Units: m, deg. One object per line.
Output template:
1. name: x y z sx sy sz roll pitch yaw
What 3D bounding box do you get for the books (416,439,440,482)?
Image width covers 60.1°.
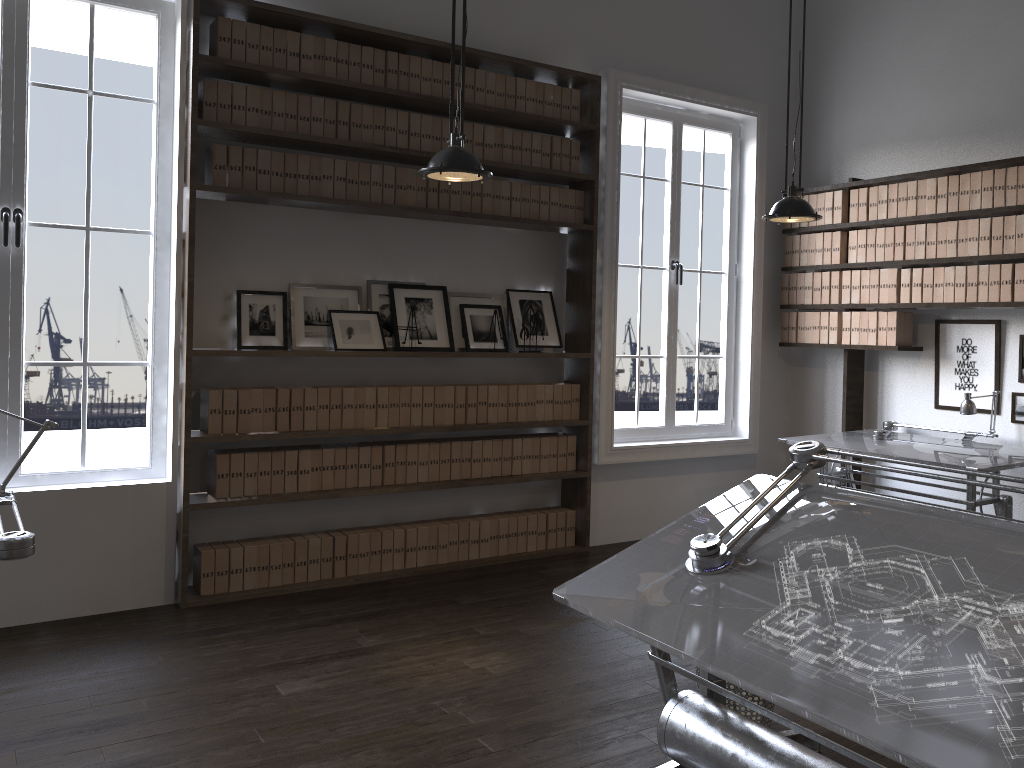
1. books: -0.494 0.443 5.164 0.066 0.225 0.174 1 2 -32

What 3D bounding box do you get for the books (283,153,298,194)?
1. books: -1.196 -1.095 4.683 0.066 0.225 0.175 1 2 -32

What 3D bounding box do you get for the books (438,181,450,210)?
1. books: -0.433 -1.106 5.164 0.066 0.225 0.175 1 2 -32

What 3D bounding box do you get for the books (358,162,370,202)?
1. books: -0.850 -1.100 4.902 0.066 0.225 0.174 1 2 -32

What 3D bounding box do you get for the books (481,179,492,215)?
1. books: -0.192 -1.109 5.308 0.067 0.225 0.175 1 2 -32

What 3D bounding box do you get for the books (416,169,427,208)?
1. books: -0.559 -1.104 5.084 0.066 0.225 0.175 1 2 -32

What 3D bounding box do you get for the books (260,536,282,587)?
1. books: -1.274 0.936 4.677 0.067 0.225 0.175 1 2 -32

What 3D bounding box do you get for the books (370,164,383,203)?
1. books: -0.789 -1.101 4.936 0.066 0.225 0.174 1 2 -32

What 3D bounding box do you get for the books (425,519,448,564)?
1. books: -0.445 0.925 5.199 0.067 0.225 0.175 1 2 -32

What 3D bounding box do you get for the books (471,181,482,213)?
1. books: -0.253 -1.109 5.277 0.066 0.225 0.175 1 2 -32

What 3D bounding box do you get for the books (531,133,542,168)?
1. books: 0.106 -1.425 5.489 0.066 0.225 0.174 1 2 -32

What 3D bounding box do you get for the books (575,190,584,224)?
1. books: 0.384 -1.118 5.676 0.066 0.225 0.175 1 2 -32

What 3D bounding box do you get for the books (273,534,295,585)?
1. books: -1.220 0.935 4.718 0.066 0.225 0.175 1 2 -32

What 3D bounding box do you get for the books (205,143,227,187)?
1. books: -1.503 -1.091 4.491 0.066 0.225 0.175 1 2 -32

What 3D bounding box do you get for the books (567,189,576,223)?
1. books: 0.325 -1.117 5.638 0.066 0.225 0.175 1 2 -32

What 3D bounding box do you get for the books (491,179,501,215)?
1. books: -0.138 -1.110 5.347 0.066 0.225 0.175 1 2 -32

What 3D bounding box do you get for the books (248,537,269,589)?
1. books: -1.333 0.937 4.646 0.066 0.225 0.175 1 2 -32

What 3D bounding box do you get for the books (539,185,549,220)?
1. books: 0.155 -1.114 5.529 0.066 0.225 0.174 1 2 -32

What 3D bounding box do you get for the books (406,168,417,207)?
1. books: -0.613 -1.103 5.048 0.066 0.225 0.175 1 2 -32

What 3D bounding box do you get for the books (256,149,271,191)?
1. books: -1.314 -1.093 4.604 0.066 0.225 0.174 1 2 -32

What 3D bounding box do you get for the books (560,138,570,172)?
1. books: 0.289 -1.428 5.611 0.066 0.225 0.175 1 2 -32

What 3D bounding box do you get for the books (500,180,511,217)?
1. books: -0.084 -1.111 5.379 0.066 0.225 0.175 1 2 -32

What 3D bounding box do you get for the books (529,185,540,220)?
1. books: 0.094 -1.114 5.496 0.066 0.225 0.174 1 2 -32

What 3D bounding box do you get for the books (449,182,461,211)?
1. books: -0.370 -1.107 5.198 0.066 0.225 0.174 1 2 -32

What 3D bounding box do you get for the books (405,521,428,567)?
1. books: -0.556 0.926 5.132 0.066 0.225 0.175 1 2 -32

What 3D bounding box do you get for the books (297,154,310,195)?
1. books: -1.136 -1.096 4.714 0.067 0.225 0.175 1 2 -32

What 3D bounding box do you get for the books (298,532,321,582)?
1. books: -1.098 0.934 4.790 0.066 0.225 0.174 1 2 -32

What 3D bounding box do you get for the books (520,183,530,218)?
1. books: 0.036 -1.113 5.457 0.066 0.225 0.175 1 2 -32

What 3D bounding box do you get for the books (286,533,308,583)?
1. books: -1.160 0.934 4.756 0.066 0.225 0.174 1 2 -32

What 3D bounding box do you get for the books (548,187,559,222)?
1. books: 0.218 -1.115 5.565 0.066 0.225 0.175 1 2 -32

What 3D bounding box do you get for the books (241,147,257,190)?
1. books: -1.377 -1.093 4.570 0.066 0.225 0.175 1 2 -32

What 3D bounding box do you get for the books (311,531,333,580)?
1. books: -1.040 0.932 4.832 0.066 0.225 0.175 1 2 -32

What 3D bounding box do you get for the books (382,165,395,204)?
1. books: -0.726 -1.101 4.972 0.066 0.225 0.175 1 2 -32

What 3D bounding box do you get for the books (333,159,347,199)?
1. books: -0.965 -1.098 4.823 0.067 0.225 0.175 1 2 -32

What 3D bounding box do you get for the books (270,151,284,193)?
1. books: -1.256 -1.094 4.645 0.066 0.225 0.174 1 2 -32

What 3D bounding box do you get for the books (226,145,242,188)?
1. books: -1.437 -1.092 4.526 0.067 0.225 0.175 1 2 -32

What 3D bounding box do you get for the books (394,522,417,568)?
1. books: -0.617 0.927 5.092 0.067 0.225 0.175 1 2 -32

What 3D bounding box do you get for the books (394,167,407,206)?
1. books: -0.665 -1.102 5.010 0.067 0.225 0.175 1 2 -32

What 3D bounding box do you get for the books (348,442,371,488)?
1. books: -0.853 0.449 4.932 0.066 0.225 0.174 1 2 -32

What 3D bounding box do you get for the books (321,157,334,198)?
1. books: -1.028 -1.097 4.786 0.066 0.225 0.175 1 2 -32

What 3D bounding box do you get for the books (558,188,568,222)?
1. books: 0.274 -1.116 5.600 0.067 0.225 0.175 1 2 -32

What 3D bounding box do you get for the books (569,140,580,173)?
1. books: 0.355 -1.429 5.649 0.066 0.225 0.175 1 2 -32

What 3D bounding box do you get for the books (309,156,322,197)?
1. books: -1.082 -1.097 4.754 0.066 0.225 0.175 1 2 -32

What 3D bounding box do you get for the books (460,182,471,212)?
1. books: -0.313 -1.108 5.239 0.066 0.225 0.174 1 2 -32

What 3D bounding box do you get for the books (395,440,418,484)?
1. books: -0.610 0.445 5.082 0.066 0.225 0.175 1 2 -32

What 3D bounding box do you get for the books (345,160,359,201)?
1. books: -0.908 -1.099 4.863 0.066 0.225 0.175 1 2 -32

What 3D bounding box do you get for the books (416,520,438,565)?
1. books: -0.504 0.925 5.167 0.066 0.225 0.175 1 2 -32

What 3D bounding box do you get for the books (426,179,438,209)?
1. books: -0.494 -1.105 5.119 0.067 0.225 0.175 1 2 -32

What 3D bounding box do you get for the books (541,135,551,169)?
1. books: 0.163 -1.426 5.531 0.066 0.225 0.175 1 2 -32

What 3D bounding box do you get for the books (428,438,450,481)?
1. books: -0.434 0.443 5.200 0.066 0.225 0.175 1 2 -32

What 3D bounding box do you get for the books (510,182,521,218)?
1. books: -0.022 -1.112 5.416 0.067 0.225 0.175 1 2 -32
